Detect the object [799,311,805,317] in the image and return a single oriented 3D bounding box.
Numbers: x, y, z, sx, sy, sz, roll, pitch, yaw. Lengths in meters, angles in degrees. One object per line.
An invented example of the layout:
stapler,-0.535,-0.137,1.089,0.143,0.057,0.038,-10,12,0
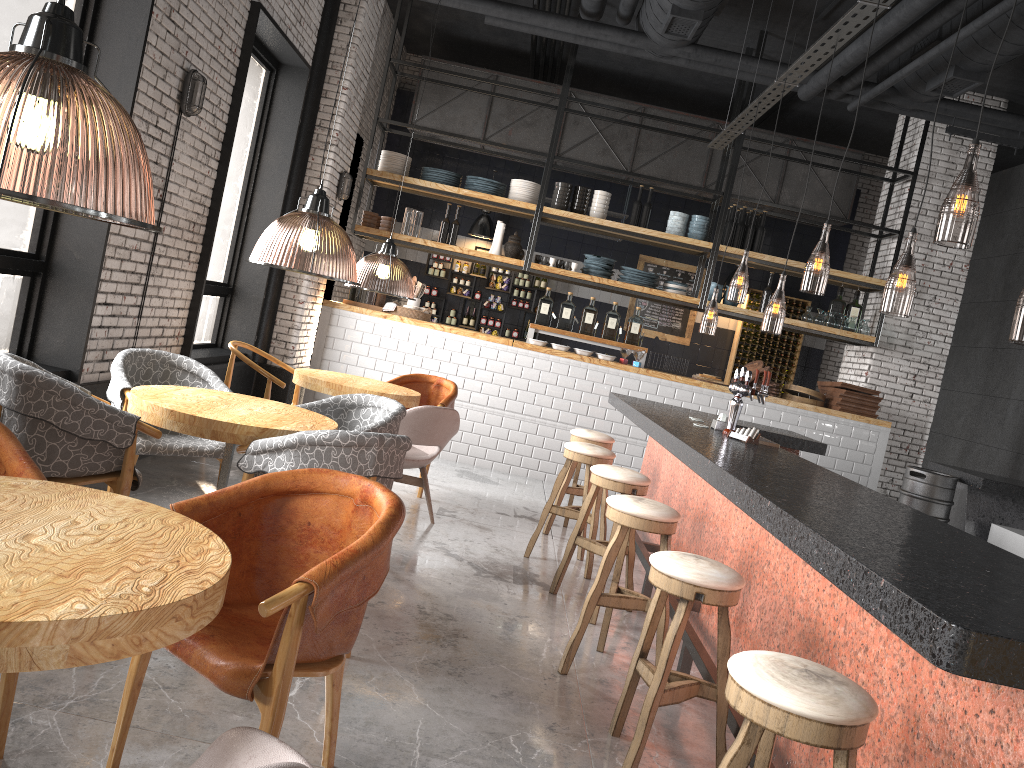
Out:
object,4.093,-0.986,12.464,0.079,0.079,0.284,12,4,0

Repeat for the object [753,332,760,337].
object,3.451,-0.697,12.503,0.079,0.079,0.284,12,4,0

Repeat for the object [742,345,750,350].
object,3.314,-0.513,12.531,0.079,0.079,0.284,12,4,0

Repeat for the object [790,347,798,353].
object,3.982,-0.476,12.530,0.079,0.079,0.284,12,4,0

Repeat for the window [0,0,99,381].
window,-2.349,-1.321,4.083,0.365,2.694,1.536,12,3,0

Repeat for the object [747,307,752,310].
object,3.333,-1.046,12.508,0.079,0.079,0.284,12,4,0

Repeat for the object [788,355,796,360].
object,3.960,-0.372,12.514,0.079,0.079,0.284,12,4,0

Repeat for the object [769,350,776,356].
object,3.683,-0.433,12.528,0.079,0.079,0.284,12,4,0

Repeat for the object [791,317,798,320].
object,3.979,-0.905,12.491,0.079,0.079,0.284,12,4,0

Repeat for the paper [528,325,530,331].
paper,0.167,-0.554,9.343,0.012,0.163,0.108,12,3,-1

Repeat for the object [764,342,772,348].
object,3.613,-0.553,12.485,0.079,0.079,0.284,12,4,0

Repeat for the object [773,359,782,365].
object,3.753,-0.309,12.518,0.079,0.079,0.284,12,4,0

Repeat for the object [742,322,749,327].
object,3.288,-0.839,12.497,0.079,0.079,0.284,12,4,0

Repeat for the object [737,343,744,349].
object,3.222,-0.532,12.511,0.079,0.079,0.284,12,4,0

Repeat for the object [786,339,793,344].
object,3.912,-0.598,12.521,0.079,0.079,0.284,12,4,0

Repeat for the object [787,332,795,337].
object,3.934,-0.701,12.516,0.079,0.079,0.284,12,4,0

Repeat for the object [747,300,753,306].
object,3.355,-1.148,12.499,0.079,0.079,0.284,12,4,0

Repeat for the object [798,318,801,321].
object,4.071,-0.886,12.507,0.079,0.079,0.284,12,4,0

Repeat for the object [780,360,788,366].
object,3.845,-0.290,12.534,0.079,0.079,0.284,12,4,0

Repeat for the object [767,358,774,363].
object,3.661,-0.331,12.537,0.079,0.079,0.284,12,4,0

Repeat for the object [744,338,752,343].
object,3.336,-0.614,12.507,0.079,0.079,0.284,12,4,0

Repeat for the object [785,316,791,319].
object,3.886,-0.926,12.507,0.079,0.079,0.284,12,4,0

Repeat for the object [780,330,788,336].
object,3.842,-0.721,12.520,0.079,0.079,0.284,12,4,0

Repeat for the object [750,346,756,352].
object,3.406,-0.493,12.527,0.079,0.079,0.284,12,4,0

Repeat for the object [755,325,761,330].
object,3.473,-0.801,12.514,0.079,0.079,0.284,12,4,0

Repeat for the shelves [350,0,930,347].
shelves,1.399,-2.503,9.556,5.676,3.064,0.598,12,2,0

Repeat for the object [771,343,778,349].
object,3.705,-0.535,12.509,0.079,0.079,0.284,12,4,0

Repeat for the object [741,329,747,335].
object,3.266,-0.736,12.493,0.079,0.079,0.284,12,4,0

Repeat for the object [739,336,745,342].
object,3.244,-0.635,12.522,0.079,0.079,0.284,12,4,0

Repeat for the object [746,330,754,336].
object,3.358,-0.715,12.479,0.079,0.079,0.284,12,4,0

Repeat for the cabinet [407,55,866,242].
cabinet,1.525,-2.789,11.834,5.863,1.767,0.682,12,3,0

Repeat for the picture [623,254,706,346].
picture,2.197,-1.204,12.769,0.980,1.141,0.021,12,2,0

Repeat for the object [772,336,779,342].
object,3.728,-0.638,12.520,0.079,0.079,0.284,12,4,0

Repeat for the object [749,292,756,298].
object,3.377,-1.248,12.460,0.079,0.079,0.284,12,4,0

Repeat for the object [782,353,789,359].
object,3.868,-0.393,12.530,0.079,0.079,0.284,12,4,0

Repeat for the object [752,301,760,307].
object,3.447,-1.126,12.461,0.079,0.079,0.284,12,4,0

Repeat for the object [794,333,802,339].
object,4.026,-0.679,12.492,0.079,0.079,0.284,12,4,0

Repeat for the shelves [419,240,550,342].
shelves,-0.423,-1.176,12.612,1.761,1.481,0.157,12,2,0

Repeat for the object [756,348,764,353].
object,3.498,-0.470,12.489,0.079,0.079,0.284,12,4,0

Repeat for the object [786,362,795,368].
object,3.938,-0.268,12.500,0.079,0.079,0.284,12,4,0

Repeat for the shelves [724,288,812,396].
shelves,3.537,-0.209,12.589,0.889,2.146,0.251,12,2,0

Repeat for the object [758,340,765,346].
object,3.521,-0.574,12.508,0.079,0.079,0.284,12,4,0

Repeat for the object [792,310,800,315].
object,4.001,-1.007,12.478,0.079,0.079,0.284,12,4,0

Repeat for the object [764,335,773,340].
object,3.635,-0.658,12.519,0.079,0.079,0.284,12,4,0

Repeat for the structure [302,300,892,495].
structure,0.822,0.381,9.609,5.800,1.344,1.512,12,3,0

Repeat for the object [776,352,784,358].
object,3.775,-0.411,12.490,0.079,0.079,0.284,12,4,0

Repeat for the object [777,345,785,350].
object,3.797,-0.513,12.490,0.079,0.079,0.284,12,4,0

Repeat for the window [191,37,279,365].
window,-2.334,-1.523,7.283,0.365,2.694,1.536,12,3,0

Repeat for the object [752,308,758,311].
object,3.425,-1.025,12.489,0.079,0.079,0.284,12,4,0

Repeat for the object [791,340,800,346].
object,4.004,-0.577,12.505,0.079,0.079,0.284,12,4,0

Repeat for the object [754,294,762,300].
object,3.470,-1.231,12.496,0.079,0.079,0.284,12,4,0

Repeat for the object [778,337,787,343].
object,3.820,-0.617,12.505,0.079,0.079,0.284,12,4,0

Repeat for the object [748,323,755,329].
object,3.380,-0.818,12.479,0.079,0.079,0.284,12,4,0

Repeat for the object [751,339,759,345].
object,3.428,-0.593,12.488,0.079,0.079,0.284,12,4,0

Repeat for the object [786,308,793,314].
object,3.909,-1.027,12.487,0.079,0.079,0.284,12,4,0

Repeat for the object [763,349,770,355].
object,3.591,-0.451,12.493,0.079,0.079,0.284,12,4,0

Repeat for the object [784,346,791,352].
object,3.890,-0.495,12.509,0.079,0.079,0.284,12,4,0

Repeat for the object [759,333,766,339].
object,3.543,-0.678,12.523,0.079,0.079,0.284,12,4,0

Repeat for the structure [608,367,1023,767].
structure,2.837,1.042,4.520,4.310,1.532,5.882,12,4,0
